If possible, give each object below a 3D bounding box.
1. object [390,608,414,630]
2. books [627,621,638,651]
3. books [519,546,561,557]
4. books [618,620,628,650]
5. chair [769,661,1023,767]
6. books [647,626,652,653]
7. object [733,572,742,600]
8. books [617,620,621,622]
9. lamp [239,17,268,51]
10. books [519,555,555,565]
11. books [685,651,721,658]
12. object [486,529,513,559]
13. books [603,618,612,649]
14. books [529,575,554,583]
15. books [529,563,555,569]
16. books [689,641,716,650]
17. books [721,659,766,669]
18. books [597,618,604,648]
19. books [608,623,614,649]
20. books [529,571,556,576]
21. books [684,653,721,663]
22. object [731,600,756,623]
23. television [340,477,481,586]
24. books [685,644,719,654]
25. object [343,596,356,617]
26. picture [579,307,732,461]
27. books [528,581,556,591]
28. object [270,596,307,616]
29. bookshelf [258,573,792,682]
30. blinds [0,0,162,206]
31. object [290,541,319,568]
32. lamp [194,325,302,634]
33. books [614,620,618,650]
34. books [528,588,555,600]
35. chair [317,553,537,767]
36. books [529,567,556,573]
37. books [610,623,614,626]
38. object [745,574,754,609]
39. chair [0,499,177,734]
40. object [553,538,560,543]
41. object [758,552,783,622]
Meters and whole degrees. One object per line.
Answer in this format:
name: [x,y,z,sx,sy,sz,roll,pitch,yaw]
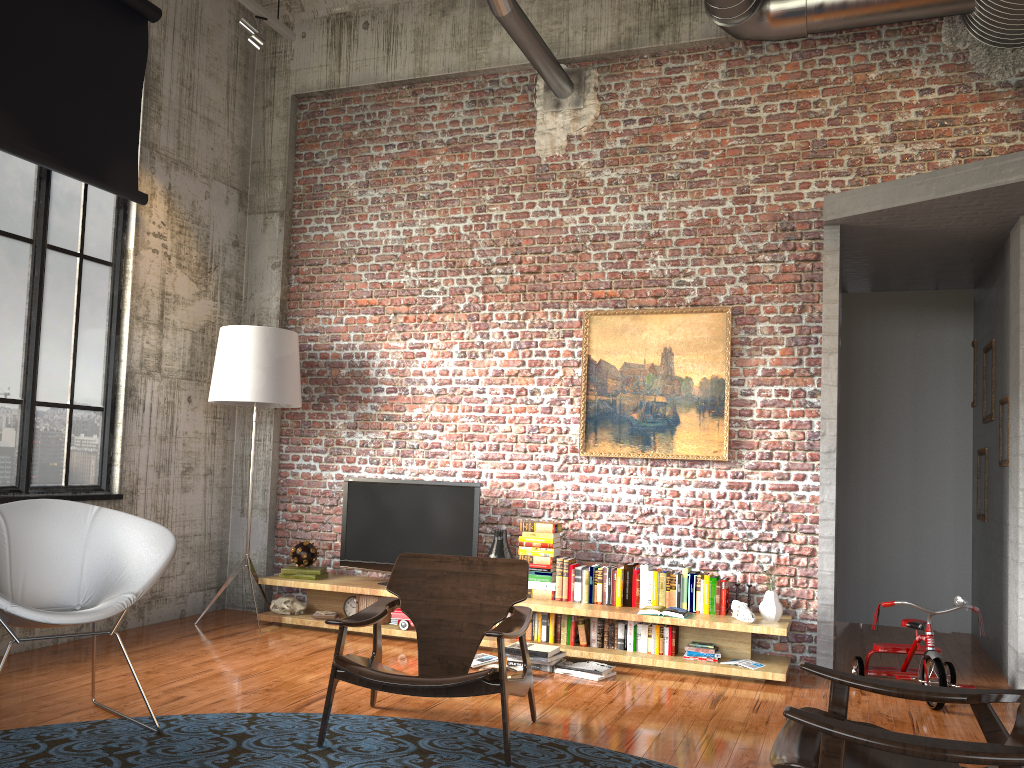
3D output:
object: [-0.557,1.681,6.371,0.600,0.173,0.244,1,-5,12]
books: [0.808,1.670,5.942,0.040,0.219,0.133,1,-4,21]
books: [0.201,1.190,6.329,0.259,0.060,0.180,0,-5,21]
books: [0.749,1.686,5.961,0.043,0.185,0.129,1,-4,21]
chair: [1.377,1.205,2.850,1.043,0.791,0.877,0,-5,22]
books: [0.930,1.692,5.894,0.028,0.174,0.127,1,-4,21]
object: [1.514,1.400,5.955,0.057,0.272,0.057,3,-4,-19]
books: [0.717,1.688,5.977,0.026,0.176,0.119,1,-4,21]
lamp: [-1.756,-2.395,6.074,0.226,0.215,0.102,4,-4,-28]
books: [0.198,1.248,6.325,0.246,0.057,0.171,0,-5,21]
books: [1.230,1.735,5.725,0.214,0.025,0.149,2,-5,6]
object: [-0.090,1.290,6.445,0.268,0.455,0.268,5,-5,-38]
books: [0.648,1.665,5.985,0.033,0.224,0.106,1,-4,21]
books: [0.190,1.377,6.324,0.240,0.045,0.175,0,-5,21]
books: [0.194,1.289,6.317,0.223,0.026,0.161,0,-5,21]
books: [1.232,1.689,5.729,0.154,0.019,0.109,0,-5,21]
books: [1.460,1.761,5.601,0.230,0.023,0.169,-2,-7,41]
books: [0.617,1.685,6.010,0.043,0.186,0.143,1,-4,21]
books: [0.681,1.699,5.975,0.036,0.156,0.109,1,-4,21]
books: [0.193,1.341,6.316,0.250,0.026,0.160,0,-5,21]
books: [1.229,1.761,5.723,0.214,0.026,0.149,0,-5,21]
object: [1.473,1.449,5.630,0.123,0.123,0.252,4,-5,-24]
television: [-0.768,1.115,6.651,1.089,0.791,0.286,2,-4,8]
books: [1.228,1.711,5.730,0.192,0.024,0.132,0,-6,26]
object: [-1.195,1.693,6.710,0.169,0.172,0.068,0,-4,22]
picture: [1.009,-0.003,6.315,1.064,1.062,0.040,1,-4,21]
books: [0.196,1.425,6.315,0.290,0.053,0.177,0,-5,21]
object: [-1.705,1.700,6.799,0.273,0.133,0.183,-1,-5,30]
bookshelf: [-0.040,1.687,6.306,3.844,0.358,0.549,0,-5,21]
blinds: [-3.057,-2.124,5.251,0.150,1.461,2.449,1,-5,21]
object: [-1.615,1.326,6.901,0.215,0.207,0.217,1,-4,10]
lamp: [-1.983,0.710,6.764,0.707,2.238,0.695,-1,-5,43]
books: [0.717,1.688,5.976,0.028,0.181,0.120,1,-4,21]
books: [0.196,1.485,6.321,0.284,0.065,0.198,0,-5,21]
chair: [-0.353,1.266,4.240,0.875,0.791,1.046,1,-5,11]
books: [0.195,1.315,6.319,0.223,0.027,0.161,0,-5,21]
books: [0.681,1.699,5.975,0.032,0.151,0.105,1,-4,21]
object: [1.583,1.399,5.914,0.057,0.272,0.057,3,-4,-19]
chair: [-2.100,1.064,4.071,1.058,1.028,0.807,5,-5,-30]
object: [0.199,1.109,6.328,0.248,0.031,0.179,0,-5,21]
object: [1.666,1.294,5.685,0.197,0.444,0.234,2,-4,8]
